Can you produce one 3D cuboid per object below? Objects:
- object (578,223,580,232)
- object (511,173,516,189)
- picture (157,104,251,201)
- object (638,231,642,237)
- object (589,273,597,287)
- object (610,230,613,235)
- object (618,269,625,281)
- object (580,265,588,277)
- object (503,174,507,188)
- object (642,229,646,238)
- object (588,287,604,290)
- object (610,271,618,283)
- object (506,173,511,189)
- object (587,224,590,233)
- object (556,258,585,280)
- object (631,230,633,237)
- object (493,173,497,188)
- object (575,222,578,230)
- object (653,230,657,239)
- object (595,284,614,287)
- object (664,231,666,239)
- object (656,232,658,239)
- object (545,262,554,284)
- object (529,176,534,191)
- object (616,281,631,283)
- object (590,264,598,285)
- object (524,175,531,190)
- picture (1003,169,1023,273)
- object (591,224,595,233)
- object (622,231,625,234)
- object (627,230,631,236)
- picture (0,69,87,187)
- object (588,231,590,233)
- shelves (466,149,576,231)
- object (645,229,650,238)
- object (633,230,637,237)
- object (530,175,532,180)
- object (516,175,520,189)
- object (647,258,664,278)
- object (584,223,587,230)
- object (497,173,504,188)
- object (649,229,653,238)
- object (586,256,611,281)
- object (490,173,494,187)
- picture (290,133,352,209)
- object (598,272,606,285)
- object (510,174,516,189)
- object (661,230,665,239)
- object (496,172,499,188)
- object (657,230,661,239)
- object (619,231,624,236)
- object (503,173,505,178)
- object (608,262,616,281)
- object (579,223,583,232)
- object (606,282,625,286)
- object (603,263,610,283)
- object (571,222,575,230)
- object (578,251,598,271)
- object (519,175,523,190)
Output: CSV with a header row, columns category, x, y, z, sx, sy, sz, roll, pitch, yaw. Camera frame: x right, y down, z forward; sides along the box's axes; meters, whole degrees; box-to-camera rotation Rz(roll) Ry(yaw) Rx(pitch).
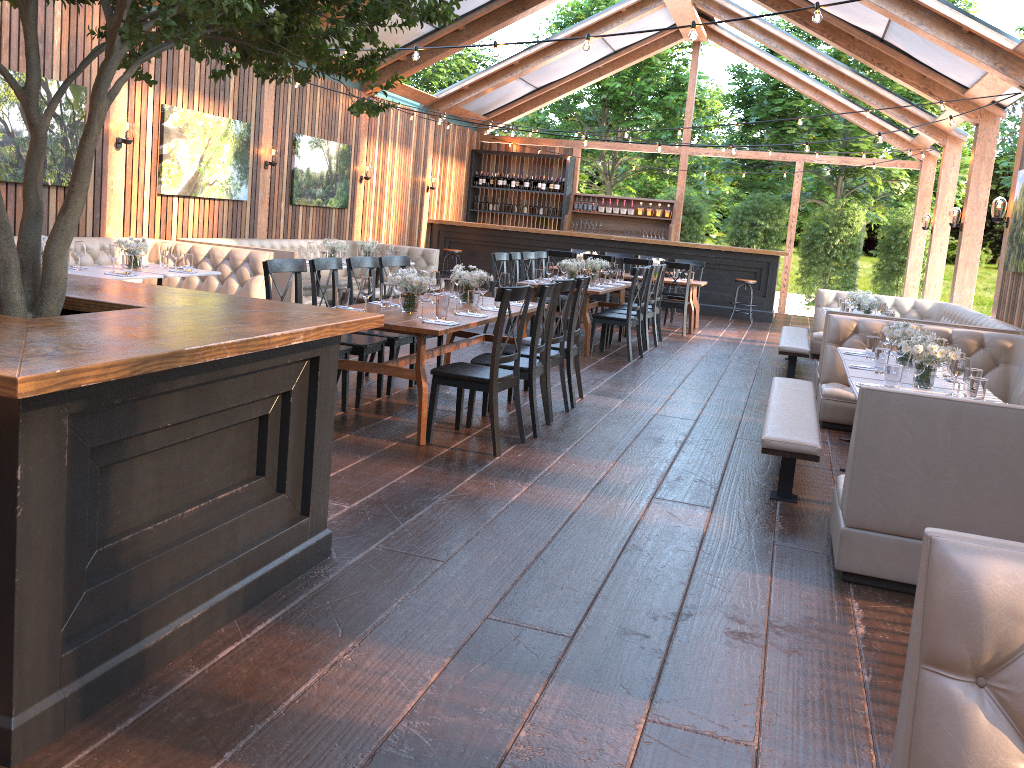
category,x,y,z,sx,sy,sz,roll,pitch,yaw
object,1.443,-3.311,18.697,0.070,0.184,0.070,8,8,21
object,0.032,-4.344,18.953,0.087,0.332,0.088,5,7,-3
picture,-3.680,-2.756,10.701,0.065,0.989,1.662,7,10,17
object,2.665,-3.121,18.414,0.097,0.133,0.098,6,8,3
object,0.913,-1.178,10.073,0.092,0.157,0.092,1,9,-26
object,2.106,-3.211,18.719,0.124,0.095,0.124,10,10,28
object,1.437,-1.431,11.676,0.092,0.157,0.092,13,11,43
object,0.809,-1.220,10.016,0.092,0.242,0.093,2,8,-25
object,-0.145,-4.361,19.032,0.077,0.304,0.077,10,8,33
object,2.705,-3.103,18.200,0.073,0.179,0.074,4,7,-9
object,0.902,-1.078,9.906,0.255,0.019,0.158,8,11,17
object,1.278,-1.341,11.120,0.092,0.157,0.092,13,11,43
object,-0.067,-4.353,18.978,0.081,0.321,0.082,5,7,-4
object,1.604,-3.268,18.542,0.070,0.184,0.070,8,8,21
object,0.702,-1.326,10.355,0.336,0.307,0.332,-2,11,-38
object,2.543,-3.162,18.574,0.097,0.133,0.098,6,8,3
object,-0.361,-4.385,19.069,0.076,0.300,0.075,10,8,34
object,1.356,-3.306,18.627,0.070,0.184,0.070,8,8,21
object,2.937,-3.069,18.128,0.073,0.179,0.074,4,7,-9
object,1.073,-1.167,10.477,0.255,0.019,0.158,8,11,17
object,3.107,-3.057,18.148,0.073,0.179,0.074,4,7,-9
object,2.991,-3.074,18.322,0.097,0.133,0.098,6,8,3
object,0.419,-1.253,10.003,0.092,0.242,0.093,2,8,-25
object,0.421,-4.274,18.848,0.075,0.300,0.076,5,7,0
object,1.421,-1.335,11.530,0.255,0.019,0.158,8,11,17
object,0.982,-1.311,10.593,0.092,0.242,0.093,1,8,-30
object,0.324,-4.299,18.909,0.136,0.313,0.137,2,8,-21
picture,4.766,-1.505,8.070,0.065,0.989,1.662,7,10,17
object,1.699,-3.256,18.527,0.070,0.184,0.070,8,8,21
object,2.317,-3.185,18.684,0.124,0.095,0.124,10,10,28
object,2.439,-3.152,18.472,0.097,0.133,0.098,6,8,3
picture,-4.527,-2.336,8.053,0.065,0.989,1.662,7,10,17
object,1.615,-3.286,18.647,0.070,0.184,0.070,8,8,21
shelves,0.119,-3.566,19.180,2.208,2.806,0.505,8,7,17
object,2.778,-3.090,18.168,0.073,0.179,0.074,4,7,-9
object,2.554,-3.134,18.430,0.097,0.133,0.098,6,8,3
object,0.403,-4.319,19.019,0.081,0.321,0.082,5,7,-4
object,0.131,-4.326,18.964,0.078,0.310,0.078,7,7,12
object,2.179,-1.755,13.356,0.329,0.307,0.339,-2,12,-40
object,1.538,-3.283,18.593,0.070,0.184,0.070,8,8,21
object,-0.241,-4.385,19.098,0.136,0.313,0.137,2,8,-21
object,2.860,-3.080,18.152,0.073,0.179,0.074,4,7,-9
object,1.071,-1.477,11.338,0.328,0.307,0.339,3,9,-16
object,-0.426,-4.408,19.132,0.078,0.310,0.078,7,7,12
picture,-2.847,-3.168,13.304,0.065,0.989,1.662,7,10,17
object,1.082,-1.266,10.634,0.092,0.157,0.092,13,11,43
object,0.006,-4.361,19.084,0.136,0.313,0.137,2,8,-21
object,3.076,-3.046,18.072,0.073,0.179,0.074,4,7,-9
object,-0.318,-4.422,19.205,0.087,0.332,0.088,5,7,-3
object,3.017,-3.060,18.120,0.073,0.179,0.074,4,7,-9
object,2.294,-3.159,18.532,0.124,0.095,0.124,10,10,28
object,-0.189,-4.408,19.212,0.081,0.321,0.082,5,7,-4
object,1.318,-1.480,11.645,0.092,0.242,0.093,1,8,-30
object,1.449,-3.292,18.600,0.070,0.184,0.070,8,8,21
object,1.270,-1.242,10.963,0.255,0.019,0.158,8,11,17
object,1.179,-1.386,11.079,0.092,0.242,0.093,1,8,-30
object,1.277,-3.319,18.659,0.070,0.184,0.070,8,8,21
object,1.187,-1.906,13.684,0.336,0.307,0.332,2,9,-17
object,0.202,-4.306,18.895,0.077,0.307,0.078,5,7,-4
